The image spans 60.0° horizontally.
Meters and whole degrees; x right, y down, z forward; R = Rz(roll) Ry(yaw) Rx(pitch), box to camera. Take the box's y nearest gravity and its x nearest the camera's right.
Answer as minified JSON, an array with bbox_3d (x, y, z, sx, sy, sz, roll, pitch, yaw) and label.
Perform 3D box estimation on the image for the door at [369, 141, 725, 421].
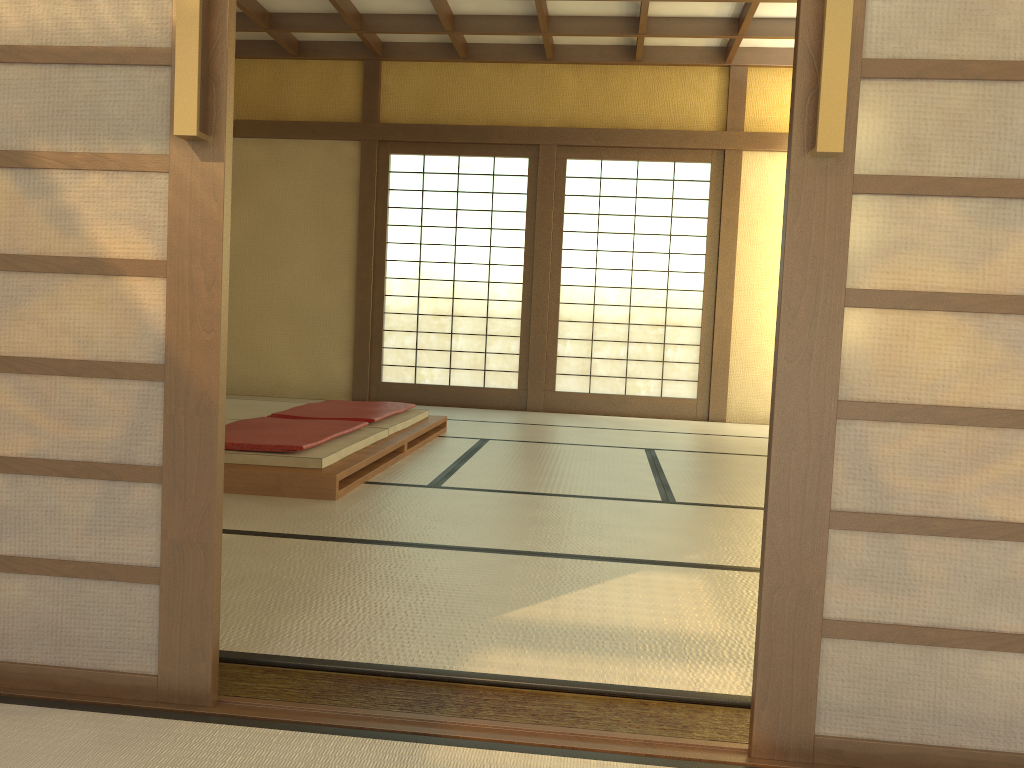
[{"bbox_3d":[0.253,-0.876,7.489,2.890,2.230,0.140,3,4,6],"label":"door"}]

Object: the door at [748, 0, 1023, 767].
[{"bbox_3d":[1.065,-0.473,1.378,1.230,2.265,0.076,3,4,6],"label":"door"}]

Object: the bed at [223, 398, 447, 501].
[{"bbox_3d":[-1.739,0.221,4.710,2.400,0.188,2.400,3,4,6],"label":"bed"}]

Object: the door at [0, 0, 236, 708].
[{"bbox_3d":[-1.087,-0.588,1.596,1.230,2.265,0.076,3,4,6],"label":"door"}]
